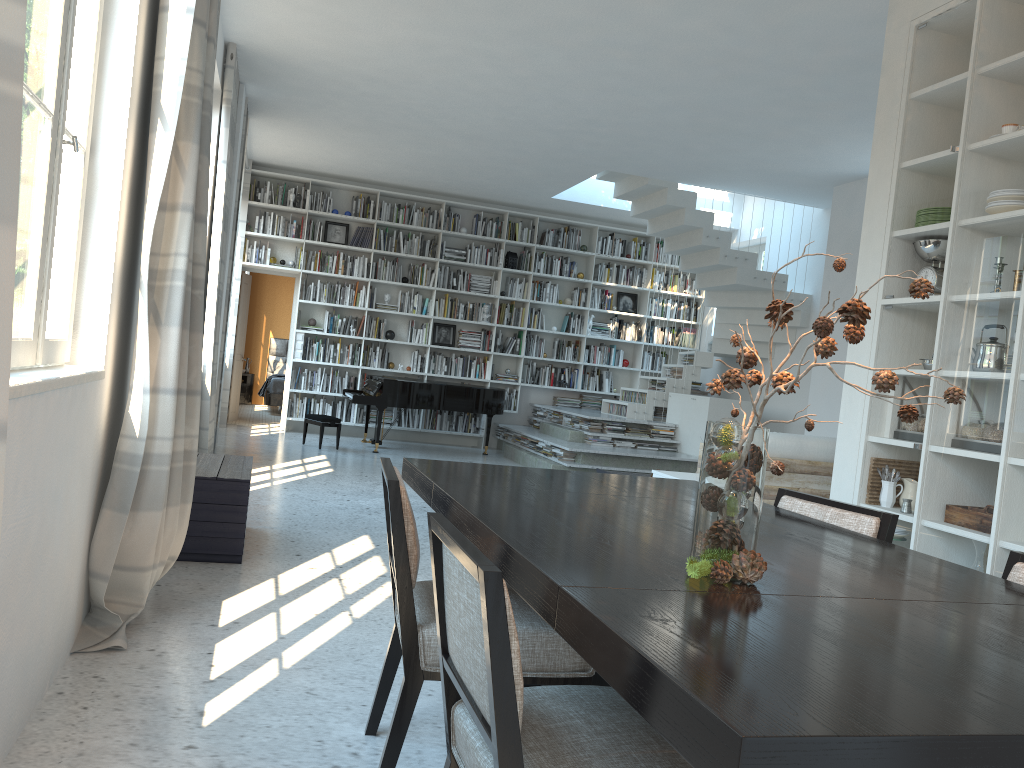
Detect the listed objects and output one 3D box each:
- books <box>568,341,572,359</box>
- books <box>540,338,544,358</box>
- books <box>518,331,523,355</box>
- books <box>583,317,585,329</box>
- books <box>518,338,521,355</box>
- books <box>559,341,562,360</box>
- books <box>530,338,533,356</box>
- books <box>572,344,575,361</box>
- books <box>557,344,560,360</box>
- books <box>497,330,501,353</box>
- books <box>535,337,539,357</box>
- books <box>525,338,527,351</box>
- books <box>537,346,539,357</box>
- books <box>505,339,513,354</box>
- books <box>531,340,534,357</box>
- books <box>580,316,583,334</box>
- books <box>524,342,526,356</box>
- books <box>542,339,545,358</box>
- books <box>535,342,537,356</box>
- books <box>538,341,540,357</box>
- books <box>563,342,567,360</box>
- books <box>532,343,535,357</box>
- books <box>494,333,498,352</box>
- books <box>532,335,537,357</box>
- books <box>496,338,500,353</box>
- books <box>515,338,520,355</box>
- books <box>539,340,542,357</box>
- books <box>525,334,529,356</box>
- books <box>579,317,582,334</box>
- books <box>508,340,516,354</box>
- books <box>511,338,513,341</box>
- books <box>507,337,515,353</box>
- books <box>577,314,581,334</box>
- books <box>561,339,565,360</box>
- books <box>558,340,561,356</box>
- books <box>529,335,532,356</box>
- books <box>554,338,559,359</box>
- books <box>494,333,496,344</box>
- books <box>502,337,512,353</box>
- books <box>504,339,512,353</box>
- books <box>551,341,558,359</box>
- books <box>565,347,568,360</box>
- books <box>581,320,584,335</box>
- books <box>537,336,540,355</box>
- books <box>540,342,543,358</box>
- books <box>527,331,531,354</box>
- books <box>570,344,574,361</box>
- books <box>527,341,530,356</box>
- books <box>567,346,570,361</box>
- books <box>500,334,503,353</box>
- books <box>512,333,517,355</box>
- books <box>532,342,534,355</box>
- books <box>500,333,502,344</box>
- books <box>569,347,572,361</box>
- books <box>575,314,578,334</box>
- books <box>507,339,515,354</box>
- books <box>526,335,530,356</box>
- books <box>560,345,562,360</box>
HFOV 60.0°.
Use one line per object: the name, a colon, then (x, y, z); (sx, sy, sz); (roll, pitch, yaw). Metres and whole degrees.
books: (0.776, -0.450, 12.054); (0.006, 0.274, 0.172); (6, 1, -16)
books: (0.388, -0.484, 11.954); (0.014, 0.261, 0.141); (6, 1, -16)
books: (0.099, -0.546, 11.861); (0.014, 0.325, 0.182); (6, 1, -16)
books: (0.953, -0.785, 12.083); (0.010, 0.245, 0.158); (6, 1, -16)
books: (0.076, -0.499, 11.860); (0.021, 0.226, 0.148); (6, 1, -16)
books: (0.634, -0.457, 12.025); (0.008, 0.259, 0.158); (6, 1, -16)
books: (0.234, -0.493, 11.901); (0.013, 0.249, 0.165); (6, 1, -16)
books: (0.816, -0.424, 12.079); (0.021, 0.232, 0.155); (6, 1, -16)
books: (0.609, -0.438, 12.006); (0.016, 0.216, 0.177); (6, 1, -16)
books: (-0.185, -0.567, 11.789); (0.013, 0.307, 0.141); (6, 2, -16)
books: (0.314, -0.494, 11.924); (0.012, 0.267, 0.183); (6, 1, -16)
books: (0.164, -0.496, 11.903); (0.011, 0.239, 0.136); (6, 1, -16)
books: (0.334, -0.448, 11.948); (0.013, 0.179, 0.140); (6, 1, -16)
books: (-0.052, -0.503, 11.833); (0.090, 0.212, 0.143); (6, 1, -16)
books: (0.248, -0.481, 11.895); (0.011, 0.226, 0.188); (6, 1, -16)
books: (0.923, -0.792, 12.068); (0.011, 0.253, 0.169); (6, 1, -16)
books: (0.151, -0.472, 11.891); (0.015, 0.188, 0.168); (6, 1, -16)
books: (0.400, -0.477, 11.958); (0.013, 0.251, 0.172); (6, 1, -16)
books: (0.296, -0.464, 11.933); (0.013, 0.203, 0.167); (6, 1, -16)
books: (0.345, -0.469, 11.951); (0.008, 0.223, 0.133); (6, 1, -16)
books: (0.693, -0.447, 12.022); (0.018, 0.251, 0.184); (6, 1, -16)
books: (0.267, -0.459, 11.909); (0.013, 0.186, 0.183); (6, 1, -16)
books: (-0.235, -0.545, 11.781); (0.028, 0.253, 0.142); (6, 1, -16)
books: (0.286, -0.512, 11.910); (0.014, 0.297, 0.175); (6, 1, -16)
books: (-0.207, -0.511, 11.770); (0.027, 0.192, 0.182); (6, 1, -16)
books: (0.055, -0.499, 11.843); (0.029, 0.223, 0.171); (6, 1, -16)
books: (0.360, -0.475, 11.945); (0.015, 0.238, 0.176); (6, 1, -16)
books: (0.184, -0.522, 11.892); (0.018, 0.295, 0.177); (6, 1, -16)
books: (0.906, -0.790, 12.081); (0.013, 0.245, 0.158); (6, 1, -16)
books: (-0.020, -0.495, 11.839); (0.091, 0.205, 0.169); (6, 1, -16)
books: (-0.063, -0.511, 11.835); (0.095, 0.226, 0.144); (6, 1, -16)
books: (-0.035, -0.516, 11.835); (0.094, 0.238, 0.149); (6, 1, -16)
books: (0.889, -0.806, 12.053); (0.012, 0.273, 0.183); (6, 1, -16)
books: (0.676, -0.466, 12.043); (0.007, 0.285, 0.159); (6, 1, -16)
books: (0.622, -0.460, 12.023); (0.015, 0.262, 0.149); (6, 1, -16)
books: (0.228, -0.512, 11.896); (0.005, 0.284, 0.159); (6, 1, -16)
books: (0.590, -0.477, 12.027); (0.016, 0.290, 0.131); (6, 2, -16)
books: (-0.261, -0.553, 11.777); (0.024, 0.263, 0.154); (6, 1, -16)
books: (-0.087, -0.514, 11.801); (0.095, 0.228, 0.190); (6, 1, -16)
books: (-0.073, -0.504, 11.811); (0.089, 0.210, 0.175); (6, 1, -16)
books: (0.575, -0.460, 12.011); (0.019, 0.252, 0.130); (6, 1, -16)
books: (0.707, -0.411, 12.027); (0.018, 0.182, 0.182); (6, 1, -16)
books: (0.933, -0.771, 12.088); (0.023, 0.212, 0.164); (6, 1, -16)
books: (0.330, -0.502, 11.945); (0.006, 0.285, 0.159); (6, 1, -16)
books: (0.373, -0.458, 11.946); (0.014, 0.207, 0.180); (6, 1, -16)
books: (0.213, -0.543, 11.915); (0.007, 0.342, 0.149); (6, 2, -16)
books: (0.786, -0.426, 12.057); (0.018, 0.229, 0.181); (6, 1, -16)
books: (0.198, -0.475, 11.905); (0.013, 0.204, 0.154); (6, 1, -16)
books: (0.744, -0.413, 12.048); (0.015, 0.195, 0.175); (6, 1, -16)
books: (-0.157, -0.535, 11.809); (0.035, 0.248, 0.140); (6, 1, -16)
books: (0.033, -0.534, 11.856); (0.013, 0.286, 0.138); (6, 2, -16)
books: (0.255, -0.476, 11.910); (0.013, 0.218, 0.160); (6, 1, -16)
books: (-0.178, -0.546, 11.802); (0.012, 0.266, 0.157); (6, 1, -16)
books: (0.761, -0.405, 12.049); (0.019, 0.183, 0.190); (6, 1, -16)
books: (0.862, -0.810, 12.068); (0.032, 0.275, 0.154); (6, 1, -16)
books: (-0.035, -0.503, 11.846); (0.090, 0.215, 0.139); (6, 1, -16)
books: (0.196, -0.514, 11.894); (0.006, 0.281, 0.155); (6, 1, -16)
books: (0.644, -0.431, 12.050); (0.031, 0.208, 0.122); (6, 1, -16)
